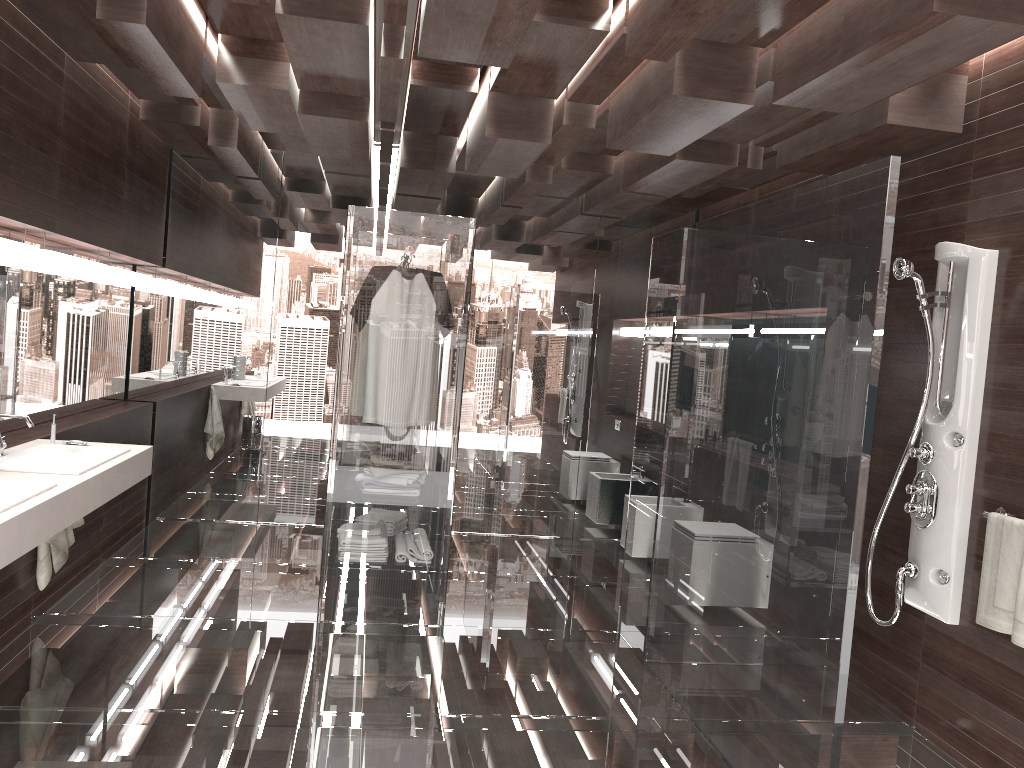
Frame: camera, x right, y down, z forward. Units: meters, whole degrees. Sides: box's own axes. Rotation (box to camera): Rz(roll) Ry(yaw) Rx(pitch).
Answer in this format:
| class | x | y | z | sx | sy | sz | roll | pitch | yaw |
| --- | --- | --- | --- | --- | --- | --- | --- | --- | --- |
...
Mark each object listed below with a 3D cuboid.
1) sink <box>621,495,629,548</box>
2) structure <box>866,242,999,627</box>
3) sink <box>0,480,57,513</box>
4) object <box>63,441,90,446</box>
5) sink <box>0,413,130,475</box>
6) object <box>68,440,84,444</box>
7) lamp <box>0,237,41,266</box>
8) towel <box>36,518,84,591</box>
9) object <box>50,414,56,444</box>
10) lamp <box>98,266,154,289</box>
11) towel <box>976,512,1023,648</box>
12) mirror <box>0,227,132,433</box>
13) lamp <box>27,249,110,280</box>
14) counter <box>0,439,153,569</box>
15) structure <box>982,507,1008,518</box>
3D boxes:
| class | x | y | z | sx | sy | sz | roll | pitch | yaw |
| --- | --- | --- | --- | --- | --- | --- | --- | --- | --- |
| sink | 1.041 | 0.936 | 6.112 | 0.469 | 0.456 | 0.357 | 4 | 3 | -9 |
| structure | 1.630 | 0.221 | 3.559 | 0.354 | 1.560 | 0.323 | 5 | 3 | 11 |
| sink | -1.666 | 0.275 | 2.581 | 0.427 | 0.193 | 0.681 | 4 | 3 | -9 |
| object | -1.899 | 0.261 | 3.863 | 0.108 | 0.011 | 0.065 | 5 | 3 | 12 |
| sink | -1.804 | 0.225 | 3.467 | 0.427 | 0.193 | 0.681 | 4 | 3 | -9 |
| object | -1.898 | 0.254 | 3.862 | 0.066 | 0.016 | 0.035 | 5 | 3 | 11 |
| lamp | -2.054 | -0.539 | 3.446 | 0.082 | 0.082 | 0.950 | 4 | 3 | -9 |
| towel | -2.067 | 0.598 | 4.054 | 0.156 | 0.678 | 0.368 | 4 | 3 | -9 |
| object | -1.974 | 0.196 | 3.818 | 0.022 | 0.132 | 0.022 | 6 | 3 | 28 |
| lamp | -2.369 | -0.654 | 5.466 | 0.082 | 0.082 | 0.950 | 4 | 3 | -9 |
| towel | 1.727 | 0.670 | 3.016 | 0.097 | 0.414 | 0.352 | 4 | 3 | -16 |
| mirror | -0.165 | -0.047 | 3.772 | 4.126 | 0.916 | 5.081 | 4 | 3 | -9 |
| lamp | -2.213 | -0.597 | 4.470 | 0.082 | 0.082 | 0.950 | 4 | 3 | -9 |
| counter | -1.727 | 0.383 | 3.033 | 0.488 | 0.131 | 1.954 | 4 | 3 | -9 |
| structure | 1.773 | 0.486 | 3.016 | 0.071 | 0.061 | 0.455 | 4 | 3 | -9 |
